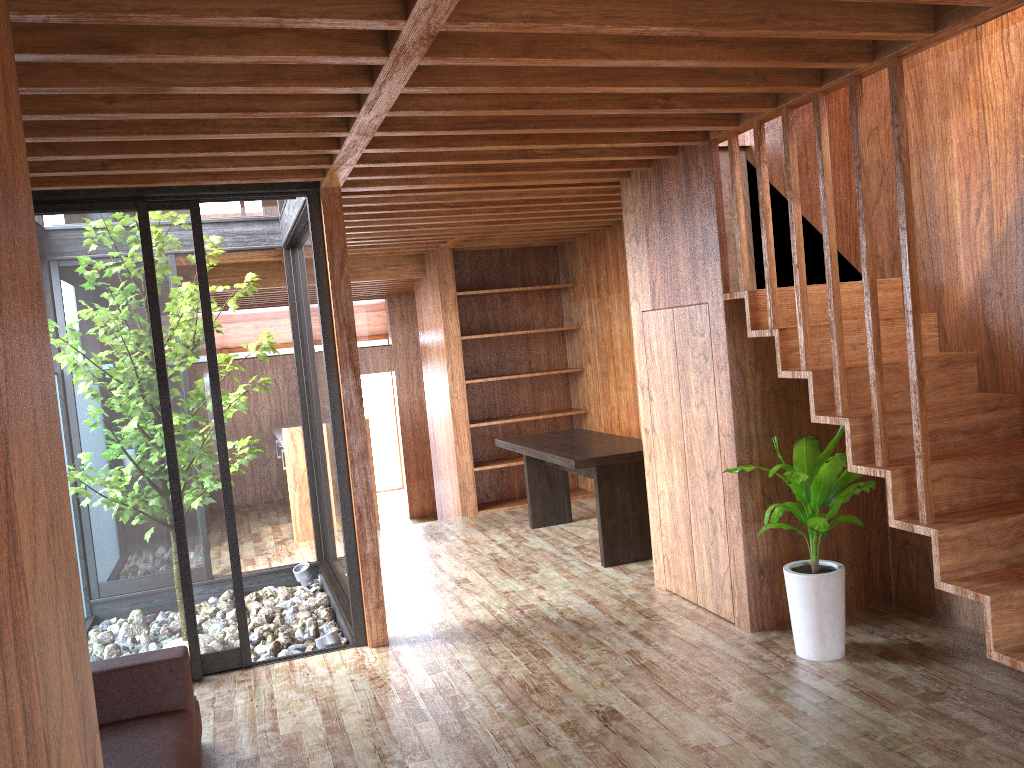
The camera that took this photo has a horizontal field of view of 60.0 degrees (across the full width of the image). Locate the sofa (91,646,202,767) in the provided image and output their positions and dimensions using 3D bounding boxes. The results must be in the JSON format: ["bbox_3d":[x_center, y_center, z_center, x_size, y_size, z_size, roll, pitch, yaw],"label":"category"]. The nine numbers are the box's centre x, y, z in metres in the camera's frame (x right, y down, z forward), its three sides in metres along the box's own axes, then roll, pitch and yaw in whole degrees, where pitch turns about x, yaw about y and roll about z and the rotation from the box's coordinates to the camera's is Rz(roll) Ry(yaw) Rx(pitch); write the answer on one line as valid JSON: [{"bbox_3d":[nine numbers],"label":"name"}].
[{"bbox_3d":[-0.832,1.061,2.365,1.707,0.760,2.492,-6,3,-18],"label":"sofa"}]

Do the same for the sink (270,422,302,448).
[{"bbox_3d":[-1.962,0.384,8.418,0.560,0.423,2.445,-6,3,-18],"label":"sink"}]

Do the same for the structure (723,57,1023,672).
[{"bbox_3d":[1.776,0.005,3.067,0.833,2.299,2.435,-6,3,-18],"label":"structure"}]

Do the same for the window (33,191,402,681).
[{"bbox_3d":[-0.706,-0.876,5.106,4.123,5.134,13.895,-6,3,-18],"label":"window"}]

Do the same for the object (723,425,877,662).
[{"bbox_3d":[1.327,0.650,3.786,0.678,1.031,0.628,-7,4,-28],"label":"object"}]

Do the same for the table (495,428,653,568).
[{"bbox_3d":[0.486,0.763,6.258,0.703,0.716,1.663,-6,3,-18],"label":"table"}]
